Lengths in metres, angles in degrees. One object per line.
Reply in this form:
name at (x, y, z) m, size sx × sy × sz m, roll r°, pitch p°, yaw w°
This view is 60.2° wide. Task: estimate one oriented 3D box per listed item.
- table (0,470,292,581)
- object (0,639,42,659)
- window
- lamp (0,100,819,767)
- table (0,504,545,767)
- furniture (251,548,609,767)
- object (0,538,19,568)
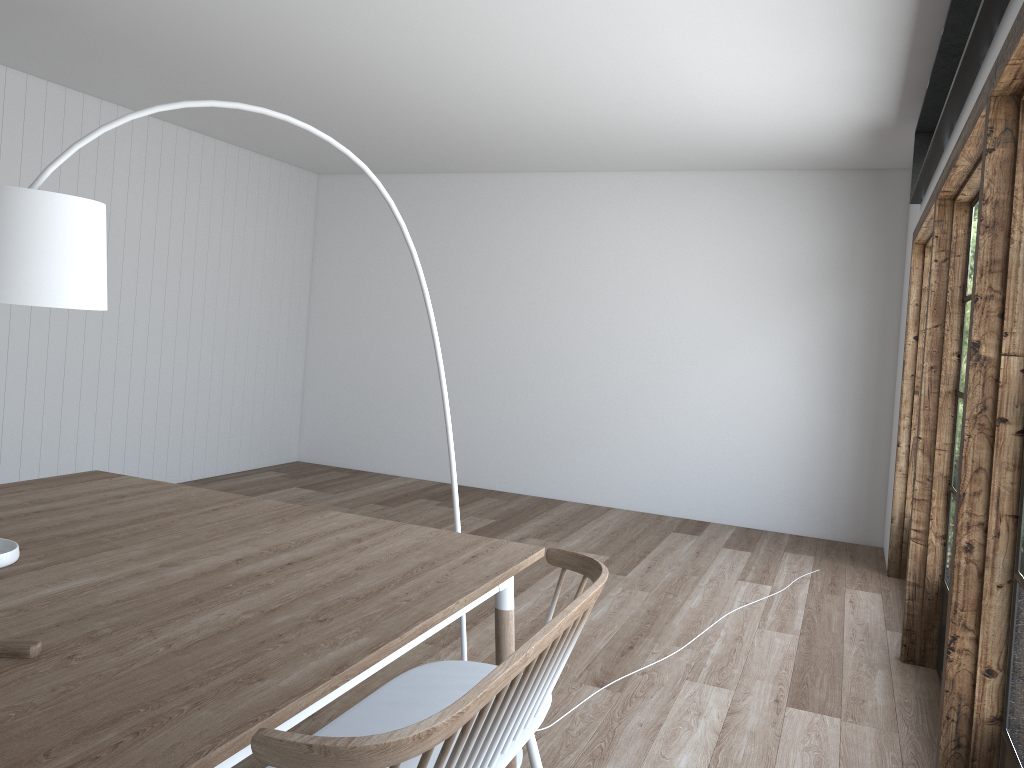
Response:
table at (-1.594, 0.782, 2.373) m, size 0.956 × 0.749 × 2.001 m, roll 5°, pitch 3°, yaw 21°
object at (-1.305, 0.459, 1.606) m, size 0.615 × 0.023 × 0.657 m, roll 7°, pitch 4°, yaw 44°
window at (1.678, 0.210, 3.322) m, size 0.165 × 2.255 × 5.295 m, roll 4°, pitch 3°, yaw 21°
lamp at (0.507, 0.215, 3.760) m, size 5.064 × 2.024 × 0.898 m, roll 1°, pitch 2°, yaw -42°
table at (-0.719, 0.865, 1.993) m, size 0.956 × 0.749 × 2.001 m, roll 5°, pitch 3°, yaw 21°
furniture at (-0.204, 0.876, 1.906) m, size 0.556 × 0.810 × 1.333 m, roll 5°, pitch 2°, yaw 21°
object at (-1.328, 0.418, 2.168) m, size 0.215 × 0.035 × 0.215 m, roll 4°, pitch 3°, yaw 1°
